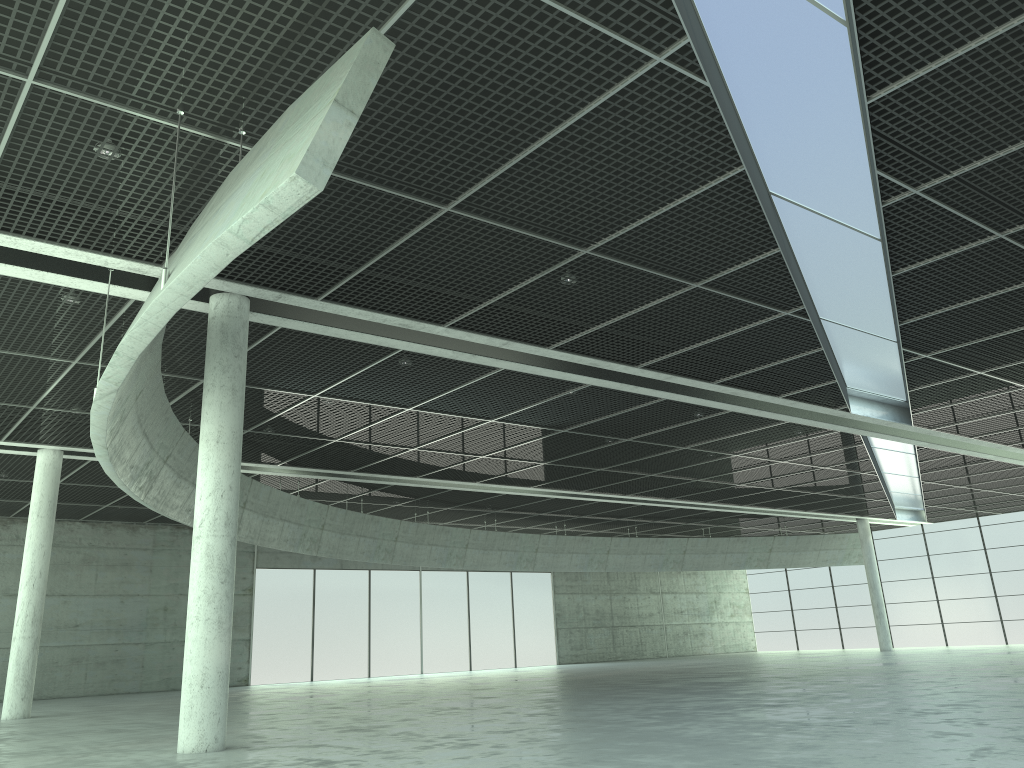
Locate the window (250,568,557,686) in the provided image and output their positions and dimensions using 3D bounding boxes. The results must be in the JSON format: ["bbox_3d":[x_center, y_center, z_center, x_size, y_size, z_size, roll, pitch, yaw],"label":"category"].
[{"bbox_3d":[-8.683,25.190,84.619,33.515,10.660,0.159,11,-23,-37],"label":"window"}]

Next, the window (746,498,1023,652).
[{"bbox_3d":[21.607,9.034,48.519,100.746,16.077,99.625,11,-23,-37],"label":"window"}]
